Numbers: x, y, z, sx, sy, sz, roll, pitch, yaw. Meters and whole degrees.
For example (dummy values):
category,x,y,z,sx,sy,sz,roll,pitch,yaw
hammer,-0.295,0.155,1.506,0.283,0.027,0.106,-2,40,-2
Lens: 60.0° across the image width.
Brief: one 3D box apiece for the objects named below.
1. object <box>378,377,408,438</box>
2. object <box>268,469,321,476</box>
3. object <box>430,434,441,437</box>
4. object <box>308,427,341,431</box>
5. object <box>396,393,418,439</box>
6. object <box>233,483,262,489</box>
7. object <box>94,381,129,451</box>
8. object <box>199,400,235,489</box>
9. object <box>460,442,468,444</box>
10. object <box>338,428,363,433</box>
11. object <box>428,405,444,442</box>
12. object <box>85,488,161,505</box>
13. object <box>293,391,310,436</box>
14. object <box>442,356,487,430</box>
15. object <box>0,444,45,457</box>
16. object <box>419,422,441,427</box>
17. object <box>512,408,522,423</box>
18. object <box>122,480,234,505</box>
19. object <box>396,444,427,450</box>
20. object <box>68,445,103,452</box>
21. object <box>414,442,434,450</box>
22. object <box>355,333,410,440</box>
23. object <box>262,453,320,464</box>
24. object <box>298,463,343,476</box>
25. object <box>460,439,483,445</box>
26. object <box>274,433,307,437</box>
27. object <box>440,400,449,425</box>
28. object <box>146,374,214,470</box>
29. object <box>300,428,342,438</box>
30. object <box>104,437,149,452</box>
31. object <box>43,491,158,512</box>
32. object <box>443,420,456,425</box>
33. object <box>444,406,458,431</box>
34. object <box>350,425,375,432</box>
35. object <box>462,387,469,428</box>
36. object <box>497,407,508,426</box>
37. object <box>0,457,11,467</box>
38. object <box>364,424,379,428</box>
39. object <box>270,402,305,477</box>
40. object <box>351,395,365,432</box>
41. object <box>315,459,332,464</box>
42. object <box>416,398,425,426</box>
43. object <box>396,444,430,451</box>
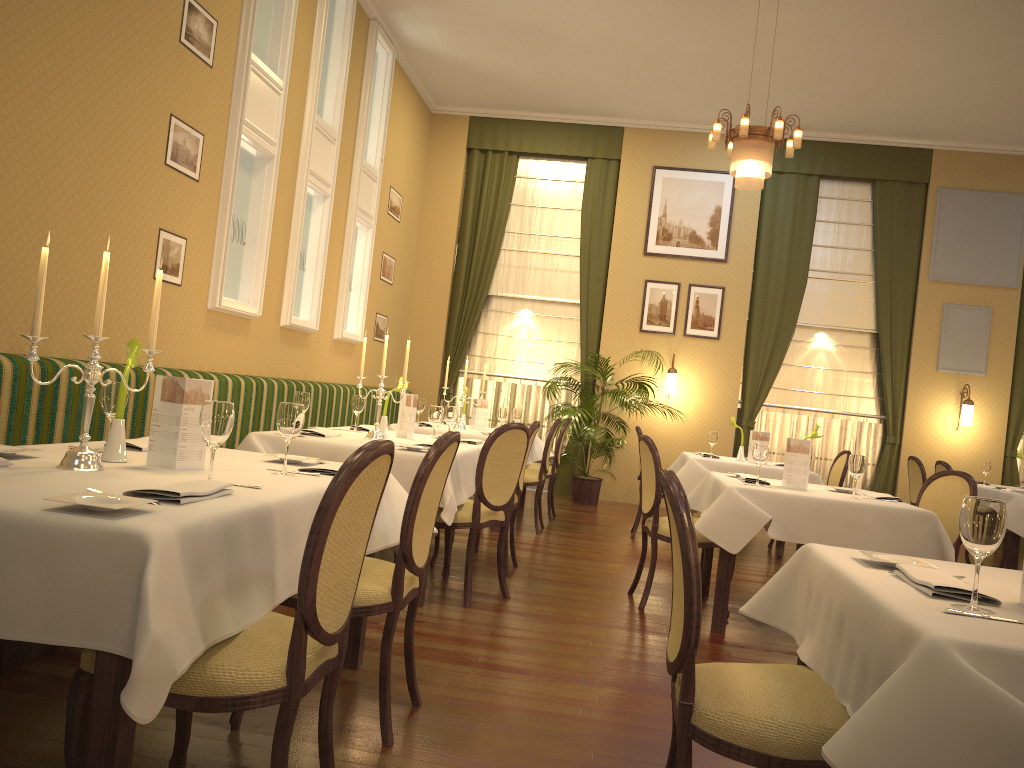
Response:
category,x,y,z,sx,sy,sz,roll,pitch,yaw
object,-0.717,0.138,5.285,0.163,0.375,0.076,6,-1,29
object,-0.716,0.286,2.896,0.185,0.010,0.017,6,-1,8
object,-0.451,0.354,5.885,0.160,0.024,0.160,6,-1,8
object,-1.092,0.271,5.177,0.160,0.024,0.160,6,-1,8
object,-0.631,0.202,5.483,0.081,0.277,0.166,7,-1,-31
object,-0.776,0.272,2.433,0.185,0.010,0.017,6,-1,8
object,-1.331,0.107,2.952,0.088,0.229,0.088,7,-1,-35
object,-0.784,0.160,2.334,0.088,0.229,0.088,7,-1,-35
object,-0.369,0.365,5.577,0.185,0.010,0.017,6,-1,8
object,-0.999,0.293,5.547,0.185,0.010,0.017,6,-1,9
object,-0.437,0.239,5.014,0.088,0.229,0.088,7,-1,-35
object,-0.873,0.253,1.985,0.181,0.015,0.038,6,-1,9
object,-1.115,0.157,4.661,0.088,0.229,0.088,7,-1,-35
object,-0.418,0.070,7.673,0.390,0.655,0.131,6,-1,13
object,-1.439,0.192,2.497,0.160,0.024,0.160,6,-1,8
object,-0.700,0.348,7.543,0.142,0.033,0.273,6,-1,8
object,0.037,0.339,8.149,0.088,0.229,0.088,7,-1,-35
object,-0.798,0.257,2.141,0.142,0.033,0.273,6,-1,8
object,-0.526,0.332,4.666,0.181,0.015,0.038,6,-1,9
object,-1.347,0.214,2.866,0.185,0.010,0.017,6,-1,9
object,-0.451,0.336,4.822,0.142,0.033,0.273,6,-1,8
object,-0.746,-0.006,5.075,0.390,0.655,0.131,6,-1,22
object,-0.798,0.275,3.204,0.160,0.024,0.160,6,-1,8
object,-0.625,0.294,3.075,0.142,0.024,0.273,6,-1,8
object,-0.278,0.373,5.756,0.142,0.024,0.273,6,-1,8
object,-1.144,0.260,4.572,0.181,0.015,0.038,6,-1,9
object,-0.638,0.265,8.308,0.088,0.229,0.088,7,-1,-35
object,-0.996,0.119,2.665,0.166,0.277,0.081,7,-1,-21
object,-1.046,0.269,4.867,0.142,0.033,0.273,6,-1,8
object,-1.305,0.214,3.152,0.142,0.033,0.273,6,-1,8
object,-0.844,0.249,1.824,0.160,0.024,0.160,6,-1,8
object,-0.612,0.372,8.509,0.142,0.033,0.273,6,-1,8
object,-0.385,0.252,5.488,0.088,0.229,0.088,7,-1,-35
object,-0.958,0.293,5.833,0.142,0.033,0.273,6,-1,8
object,-0.431,0.210,8.004,0.076,0.375,0.163,7,-1,-6
object,-0.091,0.317,7.690,0.088,0.229,0.088,7,-1,-35
object,-1.393,0.190,2.186,0.142,0.033,0.273,6,-1,8
object,-0.954,0.300,6.104,0.160,0.024,0.160,6,-1,8
object,-0.712,0.175,2.819,0.088,0.229,0.088,7,-1,-35
object,-0.984,0.186,5.632,0.088,0.229,0.088,7,-1,-40
object,-0.651,0.297,3.298,0.181,0.015,0.038,6,-1,9
object,-0.768,0.236,7.337,0.088,0.229,0.088,7,-1,-35
object,-0.497,0.328,4.505,0.160,0.024,0.160,6,-1,8
